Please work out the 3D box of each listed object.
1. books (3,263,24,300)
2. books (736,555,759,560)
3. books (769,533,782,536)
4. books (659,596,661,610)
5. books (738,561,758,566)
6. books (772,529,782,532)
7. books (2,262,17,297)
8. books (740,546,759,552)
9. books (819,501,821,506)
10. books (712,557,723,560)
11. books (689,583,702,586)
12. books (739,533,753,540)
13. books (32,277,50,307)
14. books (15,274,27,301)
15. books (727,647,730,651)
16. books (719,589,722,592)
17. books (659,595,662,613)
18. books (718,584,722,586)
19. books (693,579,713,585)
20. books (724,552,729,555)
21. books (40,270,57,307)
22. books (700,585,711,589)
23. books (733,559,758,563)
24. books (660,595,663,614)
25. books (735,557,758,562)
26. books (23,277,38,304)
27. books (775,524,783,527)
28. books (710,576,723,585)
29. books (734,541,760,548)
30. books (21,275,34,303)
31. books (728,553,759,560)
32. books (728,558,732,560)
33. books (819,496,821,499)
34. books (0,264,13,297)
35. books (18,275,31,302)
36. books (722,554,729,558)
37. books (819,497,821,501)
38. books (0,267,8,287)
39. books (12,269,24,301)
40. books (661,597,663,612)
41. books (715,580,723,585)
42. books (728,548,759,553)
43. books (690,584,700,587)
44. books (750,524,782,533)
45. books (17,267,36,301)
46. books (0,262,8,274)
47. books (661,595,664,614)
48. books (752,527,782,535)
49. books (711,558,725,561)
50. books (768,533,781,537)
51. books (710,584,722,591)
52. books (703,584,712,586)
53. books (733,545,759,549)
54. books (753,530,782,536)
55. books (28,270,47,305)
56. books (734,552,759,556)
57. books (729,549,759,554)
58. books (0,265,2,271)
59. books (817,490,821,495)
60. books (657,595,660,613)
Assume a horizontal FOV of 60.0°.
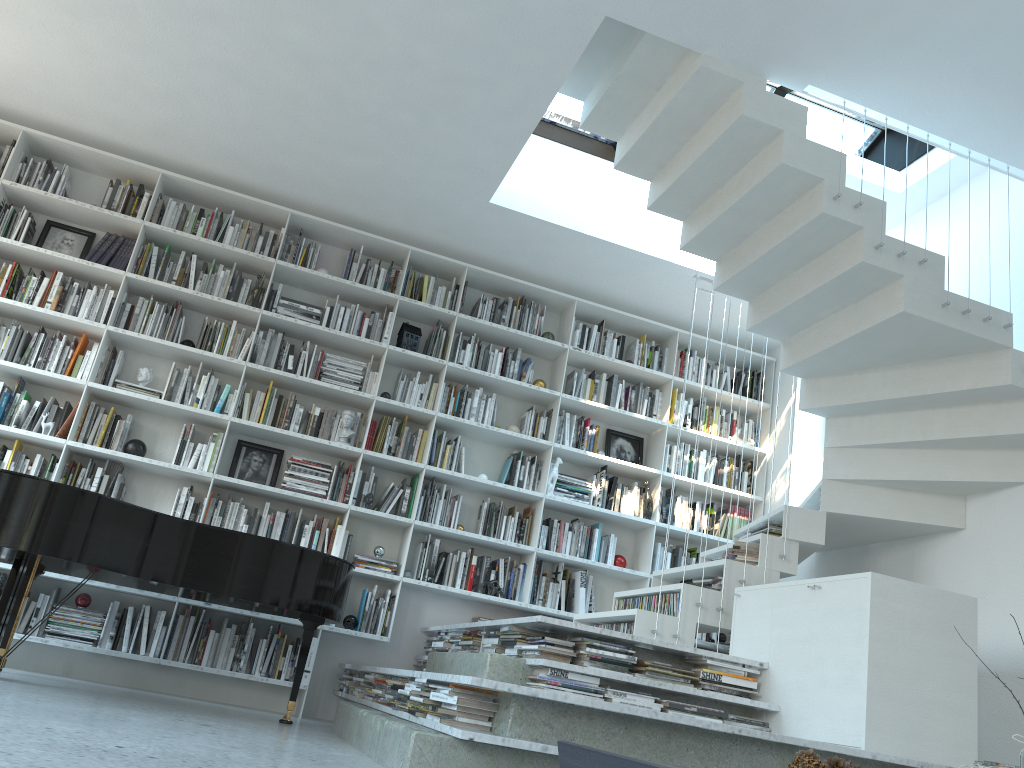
[{"bbox_3d":[-3.072,-0.592,5.458,0.011,0.276,0.164,15,-20,-14],"label":"books"},{"bbox_3d":[1.333,0.967,4.843,0.214,0.014,0.139,6,-20,12],"label":"books"},{"bbox_3d":[1.533,0.902,5.164,0.154,0.014,0.197,11,-20,-2],"label":"books"},{"bbox_3d":[0.838,1.194,4.707,0.125,0.125,0.008,15,-20,-14],"label":"books"},{"bbox_3d":[1.331,1.003,4.848,0.215,0.013,0.190,4,-20,16],"label":"books"},{"bbox_3d":[1.540,0.885,5.170,0.144,0.011,0.258,13,-20,-8],"label":"books"},{"bbox_3d":[-3.090,-0.595,5.465,0.020,0.280,0.165,15,-20,-14],"label":"books"},{"bbox_3d":[1.345,0.930,4.874,0.184,0.016,0.180,6,-20,13],"label":"books"},{"bbox_3d":[1.853,0.656,4.900,0.262,0.023,0.201,6,-20,11],"label":"books"},{"bbox_3d":[1.331,1.073,5.387,0.157,0.014,0.181,16,-20,-16],"label":"books"},{"bbox_3d":[1.109,1.214,5.290,0.161,0.012,0.195,16,-20,-17],"label":"books"},{"bbox_3d":[1.526,0.955,5.460,0.190,0.015,0.231,11,-20,-1],"label":"books"},{"bbox_3d":[-2.921,-0.526,5.508,0.047,0.237,0.163,15,-20,-14],"label":"books"},{"bbox_3d":[-3.029,-0.549,5.485,0.012,0.229,0.150,15,-20,-14],"label":"books"},{"bbox_3d":[1.580,1.789,5.913,0.258,0.022,0.129,17,-21,-18],"label":"books"},{"bbox_3d":[1.174,1.141,4.779,0.136,0.017,0.289,8,-20,8],"label":"books"},{"bbox_3d":[0.841,1.192,4.699,0.125,0.125,0.010,15,-20,-14],"label":"books"},{"bbox_3d":[1.174,1.112,4.789,0.161,0.007,0.255,9,-20,5],"label":"books"},{"bbox_3d":[1.168,1.146,5.084,0.177,0.014,0.194,17,-21,-19],"label":"books"},{"bbox_3d":[1.339,0.990,5.117,0.166,0.017,0.191,15,-20,-12],"label":"books"},{"bbox_3d":[-2.888,-0.547,5.528,0.014,0.302,0.152,15,-20,-14],"label":"books"},{"bbox_3d":[1.160,1.182,5.071,0.189,0.012,0.156,14,-20,-11],"label":"books"},{"bbox_3d":[1.335,0.998,4.860,0.254,0.007,0.189,6,-20,12],"label":"books"},{"bbox_3d":[0.844,1.189,4.690,0.125,0.125,0.009,15,-20,-14],"label":"books"},{"bbox_3d":[1.334,0.984,4.852,0.221,0.011,0.181,5,-20,15],"label":"books"},{"bbox_3d":[-2.969,-0.532,5.483,0.031,0.216,0.173,15,-20,-14],"label":"books"},{"bbox_3d":[1.554,0.859,5.181,0.134,0.007,0.299,12,-20,-6],"label":"books"},{"bbox_3d":[1.177,1.076,4.802,0.168,0.014,0.213,9,-20,5],"label":"books"},{"bbox_3d":[1.348,0.904,4.876,0.233,0.025,0.158,2,-21,21],"label":"books"},{"bbox_3d":[-2.990,-0.541,5.485,0.011,0.228,0.170,15,-20,-14],"label":"books"},{"bbox_3d":[1.335,0.958,4.847,0.295,0.006,0.147,4,-21,18],"label":"books"},{"bbox_3d":[1.334,1.033,5.087,0.178,0.035,0.222,14,-20,-10],"label":"books"},{"bbox_3d":[1.862,0.642,4.918,0.285,0.007,0.160,7,-20,10],"label":"books"},{"bbox_3d":[-3.106,-0.587,5.453,0.014,0.251,0.187,15,-20,-14],"label":"books"},{"bbox_3d":[-3.001,-0.541,5.474,0.014,0.217,0.164,15,-20,-14],"label":"books"},{"bbox_3d":[1.337,1.003,5.111,0.218,0.012,0.156,10,-20,1],"label":"books"},{"bbox_3d":[1.861,0.647,4.914,0.290,0.006,0.149,6,-20,13],"label":"books"},{"bbox_3d":[-3.130,-0.582,5.445,0.030,0.229,0.172,15,-20,-14],"label":"books"},{"bbox_3d":[-3.053,-0.567,5.477,0.047,0.249,0.134,15,-20,-14],"label":"books"},{"bbox_3d":[0.846,1.187,4.683,0.125,0.125,0.007,15,-20,-14],"label":"books"},{"bbox_3d":[1.185,1.097,4.794,0.141,0.028,0.223,9,-20,4],"label":"books"},{"bbox_3d":[1.339,0.934,4.855,0.295,0.007,0.146,4,-21,18],"label":"books"},{"bbox_3d":[1.088,1.217,5.282,0.198,0.006,0.189,17,-21,-18],"label":"books"},{"bbox_3d":[1.525,0.862,5.175,0.191,0.013,0.244,12,-20,-4],"label":"books"},{"bbox_3d":[-3.012,-0.569,5.492,0.012,0.276,0.151,15,-20,-14],"label":"books"},{"bbox_3d":[-3.147,-0.601,5.449,0.010,0.262,0.151,15,-20,-14],"label":"books"},{"bbox_3d":[0.849,1.185,4.676,0.125,0.125,0.007,15,-20,-14],"label":"books"},{"bbox_3d":[1.531,0.874,5.173,0.174,0.009,0.241,12,-20,-6],"label":"books"},{"bbox_3d":[1.326,1.085,5.382,0.157,0.014,0.181,17,-21,-18],"label":"books"},{"bbox_3d":[1.520,0.911,5.159,0.187,0.009,0.262,12,-20,-5],"label":"books"},{"bbox_3d":[1.157,1.122,4.786,0.171,0.019,0.241,7,-20,9],"label":"books"},{"bbox_3d":[1.188,1.167,5.085,0.133,0.017,0.179,14,-20,-10],"label":"books"},{"bbox_3d":[1.343,0.915,4.864,0.254,0.005,0.161,4,-20,16],"label":"books"},{"bbox_3d":[1.524,0.891,5.166,0.176,0.007,0.255,13,-20,-7],"label":"books"},{"bbox_3d":[-2.945,-0.551,5.502,0.014,0.271,0.181,15,-20,-14],"label":"books"},{"bbox_3d":[1.340,0.956,4.863,0.231,0.011,0.172,3,-21,20],"label":"books"},{"bbox_3d":[1.338,0.941,4.852,0.295,0.007,0.146,5,-20,15],"label":"books"},{"bbox_3d":[-3.208,-0.613,5.440,0.062,0.257,0.153,15,-20,-14],"label":"books"},{"bbox_3d":[1.868,0.615,4.931,0.300,0.007,0.159,7,-20,9],"label":"books"},{"bbox_3d":[0.833,1.198,4.721,0.125,0.125,0.007,15,-20,-14],"label":"books"}]
